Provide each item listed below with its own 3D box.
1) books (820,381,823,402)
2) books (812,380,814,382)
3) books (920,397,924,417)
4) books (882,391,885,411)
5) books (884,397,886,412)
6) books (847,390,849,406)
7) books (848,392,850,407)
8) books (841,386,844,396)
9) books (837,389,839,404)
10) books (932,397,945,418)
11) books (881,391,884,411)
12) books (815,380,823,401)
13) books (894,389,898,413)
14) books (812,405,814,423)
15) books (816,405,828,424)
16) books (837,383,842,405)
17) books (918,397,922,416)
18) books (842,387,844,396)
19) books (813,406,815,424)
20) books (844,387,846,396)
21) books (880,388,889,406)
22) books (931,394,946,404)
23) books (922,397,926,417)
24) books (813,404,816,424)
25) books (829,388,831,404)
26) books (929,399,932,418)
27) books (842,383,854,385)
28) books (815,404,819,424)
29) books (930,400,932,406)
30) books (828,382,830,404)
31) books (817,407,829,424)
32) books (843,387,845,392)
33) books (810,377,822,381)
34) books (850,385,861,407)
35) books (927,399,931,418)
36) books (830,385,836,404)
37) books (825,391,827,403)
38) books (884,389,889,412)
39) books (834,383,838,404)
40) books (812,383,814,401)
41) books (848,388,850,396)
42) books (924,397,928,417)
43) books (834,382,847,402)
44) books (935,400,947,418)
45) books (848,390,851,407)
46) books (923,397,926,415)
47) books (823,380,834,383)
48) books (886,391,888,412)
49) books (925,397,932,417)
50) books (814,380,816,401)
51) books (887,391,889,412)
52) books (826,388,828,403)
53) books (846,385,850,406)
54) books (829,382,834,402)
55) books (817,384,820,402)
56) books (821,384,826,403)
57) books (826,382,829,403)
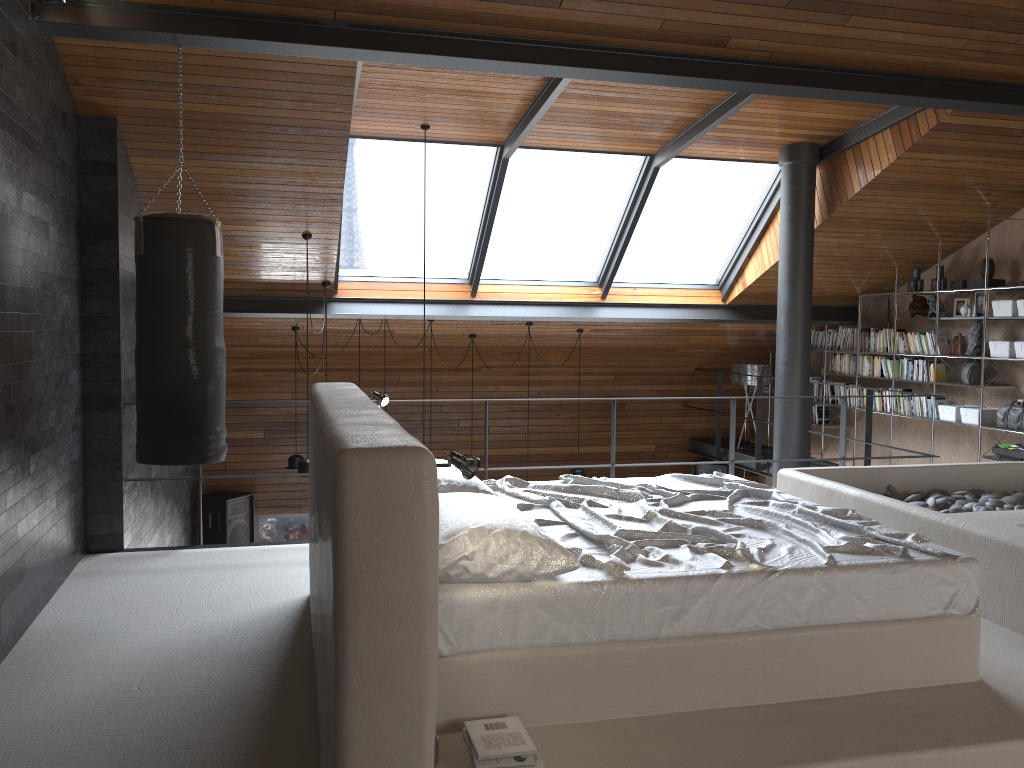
[{"bbox_3d":[3.467,0.085,9.810,0.129,0.231,0.010,0,4,-14],"label":"books"},{"bbox_3d":[3.439,0.073,9.978,0.148,0.234,0.013,0,4,-14],"label":"books"},{"bbox_3d":[3.888,0.207,8.251,0.169,0.188,0.058,0,4,-14],"label":"books"},{"bbox_3d":[3.731,0.166,8.776,0.123,0.203,0.054,0,4,-14],"label":"books"},{"bbox_3d":[3.736,0.173,8.760,0.126,0.197,0.047,0,4,-14],"label":"books"},{"bbox_3d":[3.578,0.146,9.314,0.112,0.176,0.039,0,4,-14],"label":"books"},{"bbox_3d":[3.581,0.147,9.297,0.112,0.176,0.039,0,4,-14],"label":"books"},{"bbox_3d":[3.584,0.118,9.424,0.171,0.218,0.047,0,4,-14],"label":"books"},{"bbox_3d":[3.573,0.120,9.549,0.139,0.201,0.057,0,4,-14],"label":"books"},{"bbox_3d":[3.910,0.217,8.103,0.129,0.186,0.050,0,4,-14],"label":"books"},{"bbox_3d":[3.734,0.158,8.796,0.155,0.215,0.055,0,4,-14],"label":"books"},{"bbox_3d":[3.460,0.078,9.915,0.148,0.234,0.013,0,4,-14],"label":"books"},{"bbox_3d":[3.761,0.162,8.580,0.148,0.233,0.053,0,4,-14],"label":"books"},{"bbox_3d":[3.436,0.339,9.956,0.123,0.203,0.054,0,4,-14],"label":"books"},{"bbox_3d":[3.455,0.338,9.873,0.137,0.216,0.049,0,4,-14],"label":"books"},{"bbox_3d":[3.565,0.105,9.519,0.148,0.233,0.053,0,4,-14],"label":"books"},{"bbox_3d":[3.865,0.205,8.274,0.148,0.189,0.053,0,4,-14],"label":"books"},{"bbox_3d":[3.561,0.129,9.398,0.127,0.200,0.046,0,4,-14],"label":"books"},{"bbox_3d":[3.441,0.345,9.940,0.126,0.197,0.047,0,4,-14],"label":"books"},{"bbox_3d":[3.601,0.117,9.380,0.177,0.217,0.046,0,4,-14],"label":"books"},{"bbox_3d":[3.722,0.153,8.812,0.117,0.220,0.054,0,4,-14],"label":"books"},{"bbox_3d":[3.914,0.201,8.120,0.143,0.217,0.066,0,4,-14],"label":"books"},{"bbox_3d":[3.904,0.199,8.241,0.191,0.205,0.055,0,4,-14],"label":"books"},{"bbox_3d":[3.442,0.336,9.927,0.133,0.218,0.051,0,4,-14],"label":"books"},{"bbox_3d":[3.513,0.104,9.637,0.141,0.221,0.055,0,4,-14],"label":"books"},{"bbox_3d":[3.903,0.223,8.147,0.146,0.171,0.054,0,4,-14],"label":"books"},{"bbox_3d":[3.603,0.107,9.493,0.148,0.233,0.053,0,4,-14],"label":"books"},{"bbox_3d":[3.457,0.337,9.917,0.137,0.216,0.049,0,4,-14],"label":"books"},{"bbox_3d":[3.911,0.221,8.135,0.148,0.175,0.046,0,4,-14],"label":"books"},{"bbox_3d":[3.518,0.095,9.670,0.148,0.233,0.053,0,4,-14],"label":"books"},{"bbox_3d":[3.457,0.351,9.858,0.138,0.191,0.049,0,4,-14],"label":"books"},{"bbox_3d":[3.571,0.129,9.389,0.127,0.200,0.046,0,4,-14],"label":"books"},{"bbox_3d":[3.434,0.052,10.034,0.143,0.268,0.020,0,4,-14],"label":"books"},{"bbox_3d":[3.594,0.123,9.271,0.122,0.230,0.057,0,4,-14],"label":"books"},{"bbox_3d":[3.888,0.224,8.158,0.130,0.167,0.046,0,4,-14],"label":"books"},{"bbox_3d":[3.518,0.113,9.606,0.148,0.206,0.053,0,4,-14],"label":"books"},{"bbox_3d":[3.495,0.100,9.711,0.133,0.219,0.058,0,4,-14],"label":"books"},{"bbox_3d":[3.737,0.163,8.747,0.133,0.218,0.051,0,4,-14],"label":"books"},{"bbox_3d":[3.552,0.102,9.566,0.148,0.233,0.053,0,4,-14],"label":"books"},{"bbox_3d":[3.440,0.092,9.964,0.143,0.199,0.019,0,4,-14],"label":"books"},{"bbox_3d":[3.584,0.136,9.308,0.111,0.197,0.043,0,4,-14],"label":"books"},{"bbox_3d":[3.892,0.209,8.214,0.148,0.189,0.053,0,4,-14],"label":"books"},{"bbox_3d":[3.562,0.099,9.600,0.143,0.236,0.062,0,4,-14],"label":"books"},{"bbox_3d":[3.916,0.228,8.094,0.130,0.166,0.046,0,4,-14],"label":"books"},{"bbox_3d":[3.581,0.149,9.287,0.111,0.174,0.041,0,4,-14],"label":"books"},{"bbox_3d":[3.912,0.202,8.231,0.192,0.202,0.055,0,4,-14],"label":"books"},{"bbox_3d":[3.483,0.081,9.762,0.131,0.247,0.018,0,4,-14],"label":"books"},{"bbox_3d":[3.752,0.164,8.737,0.137,0.216,0.049,0,4,-14],"label":"books"},{"bbox_3d":[3.899,0.212,8.186,0.160,0.187,0.060,0,4,-14],"label":"books"},{"bbox_3d":[3.456,0.072,9.946,0.146,0.240,0.023,0,4,-14],"label":"books"},{"bbox_3d":[3.747,0.170,8.706,0.131,0.205,0.051,0,4,-14],"label":"books"},{"bbox_3d":[3.501,0.104,9.694,0.136,0.212,0.051,0,4,-14],"label":"books"},{"bbox_3d":[3.596,0.121,9.347,0.161,0.222,0.055,0,4,-14],"label":"books"},{"bbox_3d":[3.516,0.098,9.623,0.148,0.233,0.053,0,4,-14],"label":"books"},{"bbox_3d":[3.465,0.095,9.856,0.148,0.206,0.018,0,4,-14],"label":"books"},{"bbox_3d":[3.467,0.098,9.741,0.137,0.215,0.014,0,4,-14],"label":"books"},{"bbox_3d":[3.502,0.094,9.681,0.143,0.235,0.055,0,4,-14],"label":"books"}]
